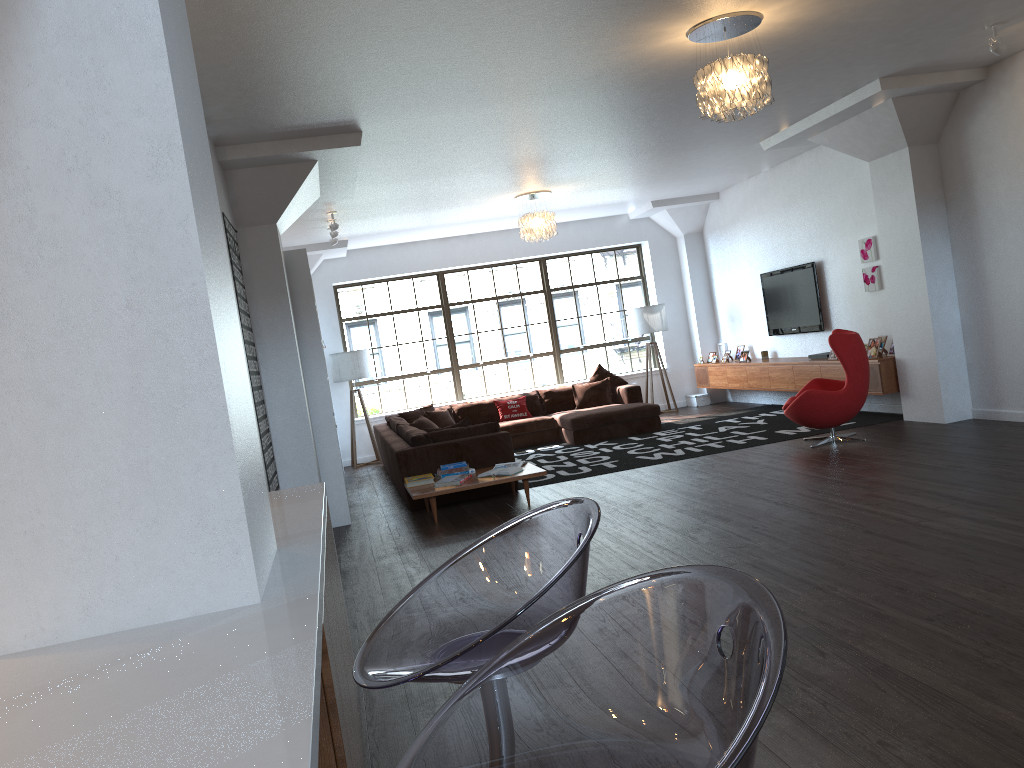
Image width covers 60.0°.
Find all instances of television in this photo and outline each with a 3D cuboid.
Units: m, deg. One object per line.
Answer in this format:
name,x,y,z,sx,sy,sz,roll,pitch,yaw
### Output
television,3.419,-1.018,10.890,0.013,0.816,1.324,-9,3,-12

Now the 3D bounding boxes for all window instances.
window,-0.151,-0.813,13.228,4.648,1.905,0.114,-9,3,-11

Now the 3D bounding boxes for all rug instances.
rug,1.721,0.630,9.999,4.200,0.007,3.100,-9,3,-10

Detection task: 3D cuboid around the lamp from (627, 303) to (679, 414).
lamp,2.074,-0.352,12.960,0.545,1.579,0.545,-9,2,0

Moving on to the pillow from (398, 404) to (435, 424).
pillow,-1.147,0.494,11.525,0.580,0.418,0.334,-11,3,-38

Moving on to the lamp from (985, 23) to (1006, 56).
lamp,3.354,-2.383,6.142,0.111,0.211,0.120,-8,3,23

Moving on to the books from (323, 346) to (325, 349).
books,-2.038,-0.358,9.057,0.223,0.027,0.161,-9,2,-2

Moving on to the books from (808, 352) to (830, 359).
books,3.609,-0.325,10.147,0.250,0.053,0.400,-9,3,-11

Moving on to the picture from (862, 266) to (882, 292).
picture,3.782,-1.103,9.324,0.030,0.250,0.250,-9,3,-11

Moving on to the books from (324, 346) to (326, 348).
books,-2.645,-0.468,11.782,0.284,0.035,0.197,-8,3,19

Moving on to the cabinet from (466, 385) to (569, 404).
cabinet,0.155,0.440,12.750,1.520,0.625,0.350,-9,3,-11

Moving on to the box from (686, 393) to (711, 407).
box,2.789,0.240,13.275,0.228,0.165,0.368,-9,3,-11

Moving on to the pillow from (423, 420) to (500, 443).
pillow,-0.455,0.564,8.285,0.750,0.364,0.289,-9,3,-12

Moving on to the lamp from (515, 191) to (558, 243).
lamp,0.282,-1.909,10.216,0.441,0.539,0.442,-7,3,31

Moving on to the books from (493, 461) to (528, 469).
books,-0.018,0.707,7.791,0.256,0.035,0.350,-8,3,14

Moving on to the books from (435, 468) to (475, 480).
books,-0.502,0.783,7.762,0.312,0.037,0.216,-10,3,-21

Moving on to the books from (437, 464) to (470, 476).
books,-0.513,0.749,7.763,0.279,0.035,0.191,-9,2,-1

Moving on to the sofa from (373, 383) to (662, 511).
sofa,0.256,0.515,10.218,3.481,0.664,4.197,-9,3,-11

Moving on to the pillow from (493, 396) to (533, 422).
pillow,0.012,0.336,11.805,0.465,0.308,0.220,-10,3,-15

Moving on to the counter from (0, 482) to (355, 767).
counter,0.491,0.821,0.113,3.039,0.860,8.182,-11,3,-41

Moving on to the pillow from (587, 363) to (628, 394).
pillow,1.232,0.014,12.097,0.651,0.587,0.335,-10,3,-32

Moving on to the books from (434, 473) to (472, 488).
books,-0.490,0.800,7.354,0.236,0.035,0.340,-8,3,14

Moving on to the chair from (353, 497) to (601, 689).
chair,-0.005,0.752,1.621,0.481,1.014,0.530,-9,3,-9

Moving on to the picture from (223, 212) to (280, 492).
picture,-1.797,0.035,6.283,0.021,2.380,0.800,-9,3,-11

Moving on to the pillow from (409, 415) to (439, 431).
pillow,-0.938,0.548,9.916,0.325,0.391,0.625,-9,2,5

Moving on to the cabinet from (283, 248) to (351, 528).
cabinet,-2.253,0.038,9.808,0.461,2.414,4.500,-9,3,-11

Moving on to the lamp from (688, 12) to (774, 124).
lamp,1.297,-1.850,5.258,0.441,0.539,0.442,-7,3,31

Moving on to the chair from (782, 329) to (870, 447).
chair,2.879,0.024,8.165,0.801,1.006,0.798,-8,3,14

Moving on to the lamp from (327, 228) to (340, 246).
lamp,-2.083,-1.720,10.341,0.120,0.211,0.111,-11,3,-37

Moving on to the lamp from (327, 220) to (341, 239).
lamp,-1.979,-1.713,9.833,0.111,0.211,0.120,-7,3,38

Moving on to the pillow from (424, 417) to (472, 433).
pillow,-0.551,0.526,8.537,0.559,0.411,0.269,-7,3,35

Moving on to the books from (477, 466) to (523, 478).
books,-0.099,0.735,7.423,0.342,0.040,0.231,-8,3,29

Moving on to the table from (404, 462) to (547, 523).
table,-0.315,0.921,7.517,1.100,0.271,0.853,-9,3,-11

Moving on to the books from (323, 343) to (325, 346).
books,-2.650,-0.502,11.780,0.284,0.033,0.197,-9,2,4

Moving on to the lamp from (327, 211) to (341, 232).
lamp,-1.878,-1.708,9.337,0.111,0.211,0.120,-8,3,23

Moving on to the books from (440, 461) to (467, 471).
books,-0.513,0.717,7.761,0.224,0.027,0.157,-9,2,-6

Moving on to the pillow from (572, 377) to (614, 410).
pillow,1.078,0.130,11.899,0.542,0.362,0.248,-8,3,10

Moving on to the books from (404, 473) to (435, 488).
books,-0.798,0.831,7.641,0.241,0.045,0.334,-9,3,-10

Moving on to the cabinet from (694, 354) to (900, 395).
cabinet,3.388,-0.126,10.960,0.459,0.350,4.501,-9,3,-11

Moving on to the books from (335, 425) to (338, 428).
books,-1.676,0.398,7.885,0.223,0.027,0.161,-9,2,-2

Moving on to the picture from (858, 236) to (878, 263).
picture,3.734,-1.406,9.311,0.030,0.250,0.250,-9,3,-11

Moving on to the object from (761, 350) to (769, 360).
object,3.324,-0.380,11.658,0.089,0.110,0.089,-7,3,34

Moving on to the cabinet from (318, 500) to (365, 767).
cabinet,-0.716,0.970,1.526,0.898,0.796,4.493,-9,3,-11

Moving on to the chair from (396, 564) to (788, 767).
chair,0.122,0.759,1.003,0.481,1.014,0.530,-9,3,-13

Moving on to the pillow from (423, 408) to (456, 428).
pillow,-0.940,0.483,11.468,0.489,0.337,0.238,-11,3,-42

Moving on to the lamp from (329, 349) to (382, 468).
lamp,-2.120,0.334,12.216,0.545,1.579,0.545,-10,3,-22
